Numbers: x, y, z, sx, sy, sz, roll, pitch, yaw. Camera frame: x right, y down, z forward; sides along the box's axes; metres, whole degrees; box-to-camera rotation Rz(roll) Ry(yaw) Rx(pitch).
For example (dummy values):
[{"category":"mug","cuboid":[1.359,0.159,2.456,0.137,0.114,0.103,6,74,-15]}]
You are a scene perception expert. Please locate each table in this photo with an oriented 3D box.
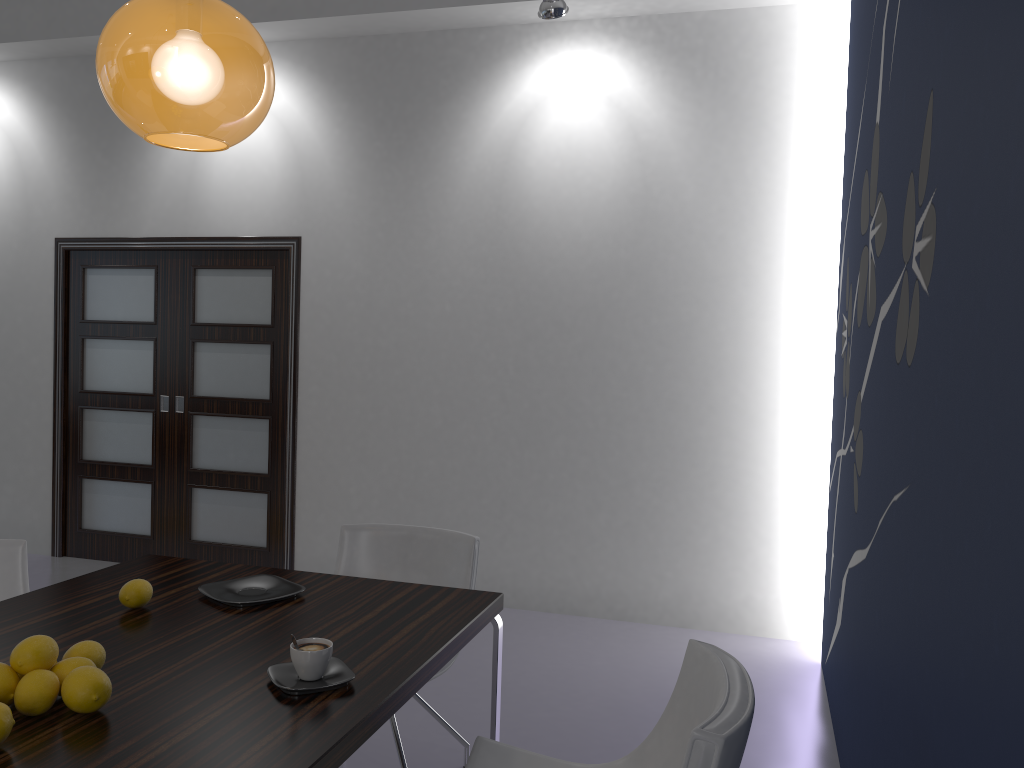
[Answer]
[{"category":"table","cuboid":[-0.855,0.958,1.568,1.127,0.783,2.046,2,2,16]}]

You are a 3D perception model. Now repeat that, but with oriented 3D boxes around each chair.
[{"category":"chair","cuboid":[-1.589,0.889,2.456,0.508,0.805,0.620,0,3,-39]},{"category":"chair","cuboid":[0.155,0.969,1.799,0.620,0.805,0.508,2,2,11]},{"category":"chair","cuboid":[-0.426,0.909,2.886,0.508,0.805,0.620,2,2,16]}]

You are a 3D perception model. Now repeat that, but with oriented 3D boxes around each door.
[{"category":"door","cuboid":[-2.089,0.123,5.587,1.764,2.061,0.220,2,2,16]}]

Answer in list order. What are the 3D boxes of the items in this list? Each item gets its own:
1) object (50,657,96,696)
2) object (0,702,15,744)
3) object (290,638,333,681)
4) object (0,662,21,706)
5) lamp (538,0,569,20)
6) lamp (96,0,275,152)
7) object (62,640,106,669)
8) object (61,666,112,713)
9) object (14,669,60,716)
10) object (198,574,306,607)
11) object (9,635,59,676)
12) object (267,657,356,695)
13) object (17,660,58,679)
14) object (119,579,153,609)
[{"category":"object","cuboid":[-0.799,0.532,1.611,0.083,0.068,0.070,1,2,-15]},{"category":"object","cuboid":[-0.833,0.536,1.390,0.094,0.077,0.079,1,2,-10]},{"category":"object","cuboid":[-0.396,0.535,1.723,0.101,0.064,0.081,4,3,41]},{"category":"object","cuboid":[-0.903,0.526,1.546,0.094,0.080,0.076,2,2,17]},{"category":"lamp","cuboid":[0.192,-1.968,4.169,0.150,0.511,0.185,2,2,16]},{"category":"lamp","cuboid":[-0.670,-1.337,1.867,0.359,1.645,0.358,3,2,27]},{"category":"object","cuboid":[-0.819,0.528,1.697,0.070,0.068,0.083,3,2,20]},{"category":"object","cuboid":[-0.741,0.532,1.545,0.079,0.077,0.094,0,3,-30]},{"category":"object","cuboid":[-0.821,0.533,1.532,0.069,0.071,0.081,2,2,-7]},{"category":"object","cuboid":[-0.672,0.536,2.294,0.232,0.020,0.232,4,3,44]},{"category":"object","cuboid":[-0.853,0.486,1.586,0.070,0.068,0.083,3,2,20]},{"category":"object","cuboid":[-0.389,0.567,1.718,0.154,0.020,0.154,1,3,-29]},{"category":"object","cuboid":[-0.881,0.529,1.634,0.083,0.068,0.070,1,2,-15]},{"category":"object","cuboid":[-0.909,0.508,2.147,0.070,0.068,0.083,3,2,20]}]
